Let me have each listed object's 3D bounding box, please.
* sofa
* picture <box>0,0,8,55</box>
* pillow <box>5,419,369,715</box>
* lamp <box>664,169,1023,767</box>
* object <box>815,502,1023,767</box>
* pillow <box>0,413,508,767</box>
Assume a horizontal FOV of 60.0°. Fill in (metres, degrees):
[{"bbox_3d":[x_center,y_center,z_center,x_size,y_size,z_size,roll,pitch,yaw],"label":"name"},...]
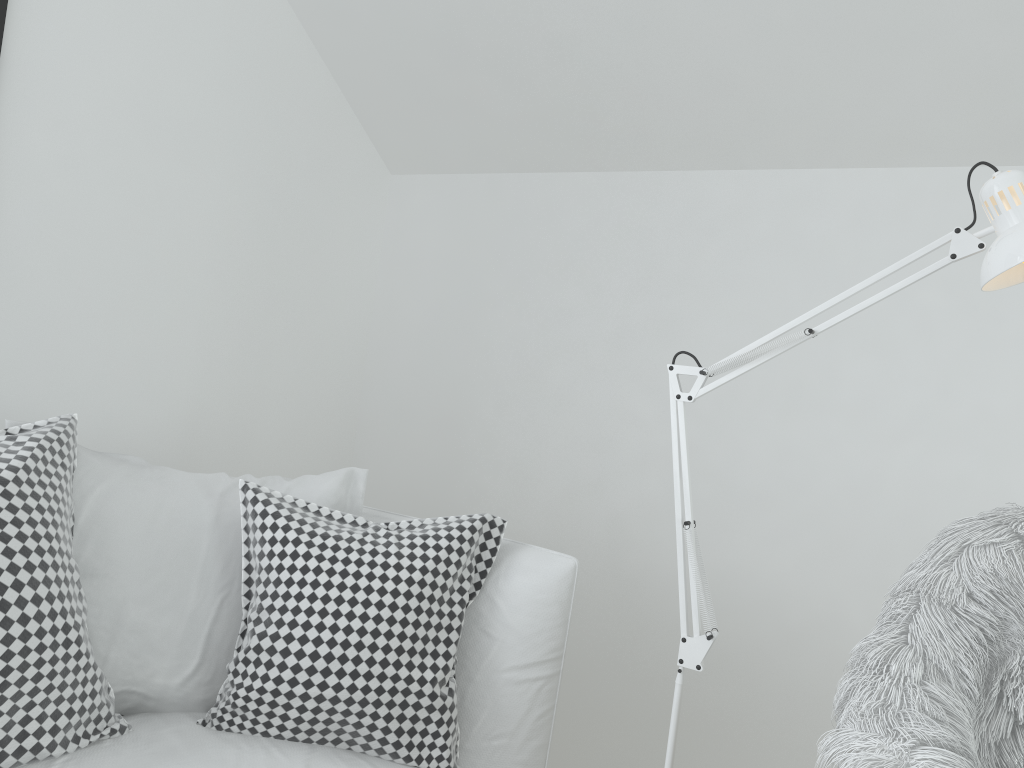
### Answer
[{"bbox_3d":[-0.928,0.531,0.634,0.917,0.768,2.647,7,-1,30],"label":"sofa"},{"bbox_3d":[-1.103,-0.682,1.298,0.015,1.072,0.720,7,-1,30],"label":"picture"},{"bbox_3d":[-0.572,0.338,1.532,0.623,0.498,0.333,8,-1,-26],"label":"pillow"},{"bbox_3d":[0.370,0.405,1.128,0.527,1.373,0.196,7,-1,35],"label":"lamp"},{"bbox_3d":[0.715,0.560,0.929,0.784,0.789,0.954,7,-1,11],"label":"object"},{"bbox_3d":[-0.928,0.266,0.658,0.676,0.513,2.488,7,-1,32],"label":"pillow"}]
